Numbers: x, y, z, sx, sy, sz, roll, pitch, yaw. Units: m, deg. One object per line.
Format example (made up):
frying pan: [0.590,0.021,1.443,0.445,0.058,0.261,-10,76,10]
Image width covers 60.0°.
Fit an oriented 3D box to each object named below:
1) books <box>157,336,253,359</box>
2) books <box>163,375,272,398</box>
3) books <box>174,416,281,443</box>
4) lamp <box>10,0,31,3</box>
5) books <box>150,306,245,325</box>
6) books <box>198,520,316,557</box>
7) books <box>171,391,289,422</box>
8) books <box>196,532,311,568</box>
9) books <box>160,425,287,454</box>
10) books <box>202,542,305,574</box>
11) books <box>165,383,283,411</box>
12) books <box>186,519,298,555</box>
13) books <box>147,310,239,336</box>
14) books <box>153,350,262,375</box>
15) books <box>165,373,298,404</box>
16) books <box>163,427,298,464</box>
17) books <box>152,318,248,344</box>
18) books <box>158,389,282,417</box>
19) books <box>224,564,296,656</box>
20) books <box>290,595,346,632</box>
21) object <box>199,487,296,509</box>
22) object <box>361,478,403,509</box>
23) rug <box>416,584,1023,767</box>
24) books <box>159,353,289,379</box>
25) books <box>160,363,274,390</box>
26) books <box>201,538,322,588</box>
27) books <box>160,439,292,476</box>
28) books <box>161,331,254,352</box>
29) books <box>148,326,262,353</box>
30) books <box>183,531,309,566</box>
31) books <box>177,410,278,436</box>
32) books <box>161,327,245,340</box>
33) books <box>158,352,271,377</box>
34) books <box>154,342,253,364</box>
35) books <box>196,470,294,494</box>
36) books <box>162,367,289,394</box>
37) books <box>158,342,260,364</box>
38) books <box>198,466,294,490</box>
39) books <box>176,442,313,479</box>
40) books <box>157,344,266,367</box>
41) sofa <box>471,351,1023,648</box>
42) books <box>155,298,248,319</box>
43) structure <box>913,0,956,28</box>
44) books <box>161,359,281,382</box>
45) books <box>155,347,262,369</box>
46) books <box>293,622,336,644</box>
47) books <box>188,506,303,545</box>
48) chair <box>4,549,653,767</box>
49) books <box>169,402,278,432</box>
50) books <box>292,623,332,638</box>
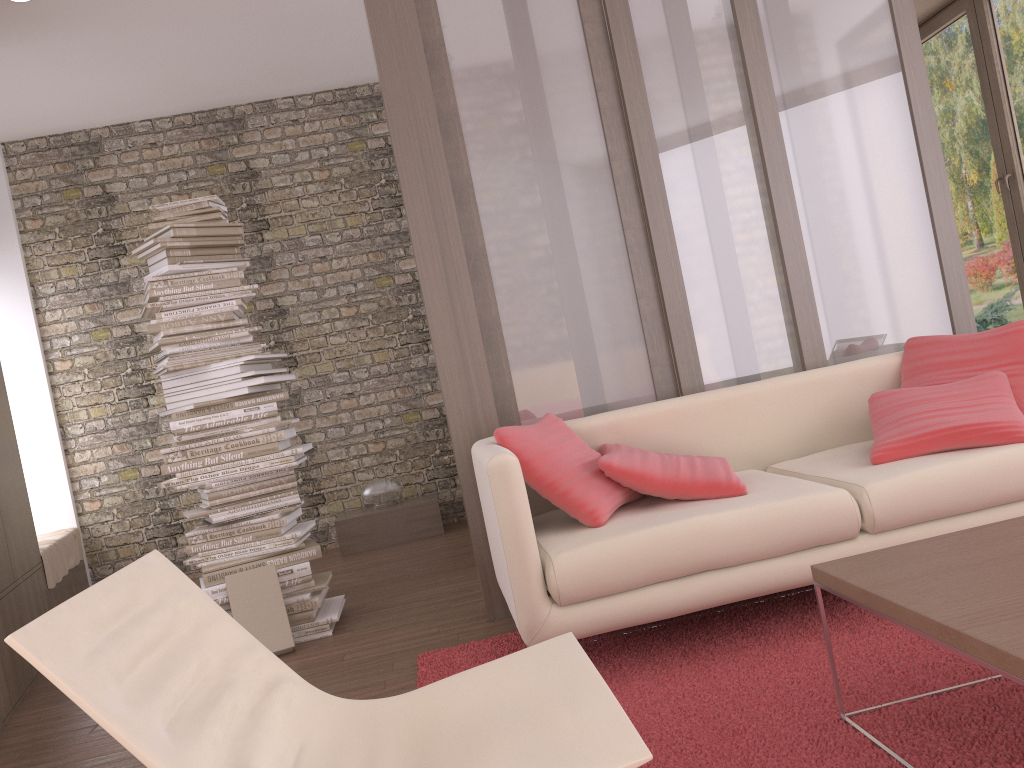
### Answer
books: [-1.454,-0.165,4.192,0.379,0.028,0.297,-12,1,-31]
books: [-1.383,0.009,4.195,0.413,0.013,0.294,-11,1,14]
books: [-1.354,0.215,4.202,0.469,0.028,0.368,-12,1,-21]
lamp: [-2.380,-1.876,4.287,0.119,0.010,0.119,-12,1,-26]
books: [-1.474,-0.311,4.184,0.388,0.020,0.287,-11,1,-11]
books: [-1.186,0.723,4.171,0.468,0.021,0.350,-11,1,-1]
books: [-1.342,0.110,4.211,0.518,0.038,0.341,-12,1,-21]
books: [-1.193,0.770,4.137,0.448,0.013,0.350,-11,1,-1]
books: [-1.345,0.257,4.191,0.510,0.020,0.399,-11,1,-6]
books: [-1.217,0.792,4.142,0.450,0.022,0.364,-12,1,-21]
books: [-1.359,0.059,4.207,0.435,0.030,0.322,-11,1,14]
books: [-1.255,0.706,4.155,0.432,0.038,0.339,-11,1,-1]
books: [-1.489,-0.278,4.175,0.379,0.039,0.297,-11,1,-11]
books: [-1.434,-0.101,4.171,0.444,0.015,0.279,-12,1,-31]
books: [-1.323,0.020,4.193,0.524,0.030,0.317,-11,1,14]
books: [-1.322,0.287,4.218,0.542,0.046,0.421,-11,1,-6]
books: [-1.470,-0.249,4.173,0.379,0.028,0.297,-12,1,-31]
books: [-1.381,0.088,4.208,0.364,0.022,0.450,-11,1,44]
books: [-1.087,0.987,3.820,0.218,0.363,0.246,-12,1,-21]
books: [-1.074,1.104,4.132,0.566,0.025,0.423,-11,1,-6]
object: [-1.244,0.528,4.166,0.413,0.008,0.243,-12,1,-26]
object: [-0.909,0.760,6.224,0.296,0.199,0.211,-11,1,-9]
rug: [1.250,0.720,1.836,2.938,0.016,3.344,-11,1,-6]
books: [-1.355,-0.086,4.199,0.500,0.018,0.326,-11,1,14]
books: [-1.389,-0.038,4.201,0.417,0.036,0.308,-11,1,14]
books: [-1.171,0.825,4.127,0.518,0.057,0.341,-12,1,-21]
books: [-1.333,0.338,4.190,0.522,0.046,0.410,-11,1,-6]
books: [-1.429,-0.194,4.189,0.388,0.020,0.287,-11,1,-11]
books: [-1.444,-0.211,4.173,0.467,0.020,0.283,-12,1,-31]
books: [-1.235,0.758,4.163,0.506,0.023,0.330,-11,1,-1]
books: [-1.343,0.183,4.171,0.442,0.025,0.346,-12,1,-21]
books: [-1.470,-0.220,4.162,0.368,0.009,0.262,-12,1,-31]
books: [-1.402,-0.092,4.169,0.469,0.015,0.267,-12,1,-31]
books: [-1.457,-0.147,4.178,0.395,0.007,0.308,-12,1,-31]
books: [-1.256,0.456,4.170,0.405,0.018,0.300,-12,1,-26]
books: [-1.349,-0.016,4.201,0.484,0.020,0.323,-11,1,14]
books: [-1.431,-0.142,4.181,0.412,0.011,0.308,-12,1,-31]
books: [-1.254,0.433,4.167,0.396,0.024,0.310,-12,1,-26]
books: [-1.251,0.359,4.215,0.566,0.025,0.423,-11,1,-6]
books: [-1.416,-0.132,4.178,0.446,0.012,0.291,-12,1,-31]
sofa: [1.019,0.367,3.155,2.204,0.751,0.919,-11,1,-6]
books: [-1.454,-0.339,4.183,0.379,0.028,0.297,-11,1,-11]
structure: [2.784,-1.092,5.475,0.808,2.881,2.039,-11,1,-6]
books: [-1.377,-0.066,4.216,0.443,0.010,0.345,-11,1,14]
books: [-1.429,-0.116,4.176,0.432,0.013,0.288,-12,1,-31]
books: [-1.079,1.159,4.089,0.542,0.016,0.423,-11,1,-6]
books: [-1.244,0.664,4.177,0.448,0.038,0.348,-11,1,-1]
chair: [-0.246,0.642,1.608,0.860,0.767,0.739,-11,1,-6]
books: [-1.366,0.156,4.186,0.469,0.038,0.364,-12,1,-21]
books: [-1.133,1.145,4.117,0.612,0.028,0.399,-11,1,-6]
